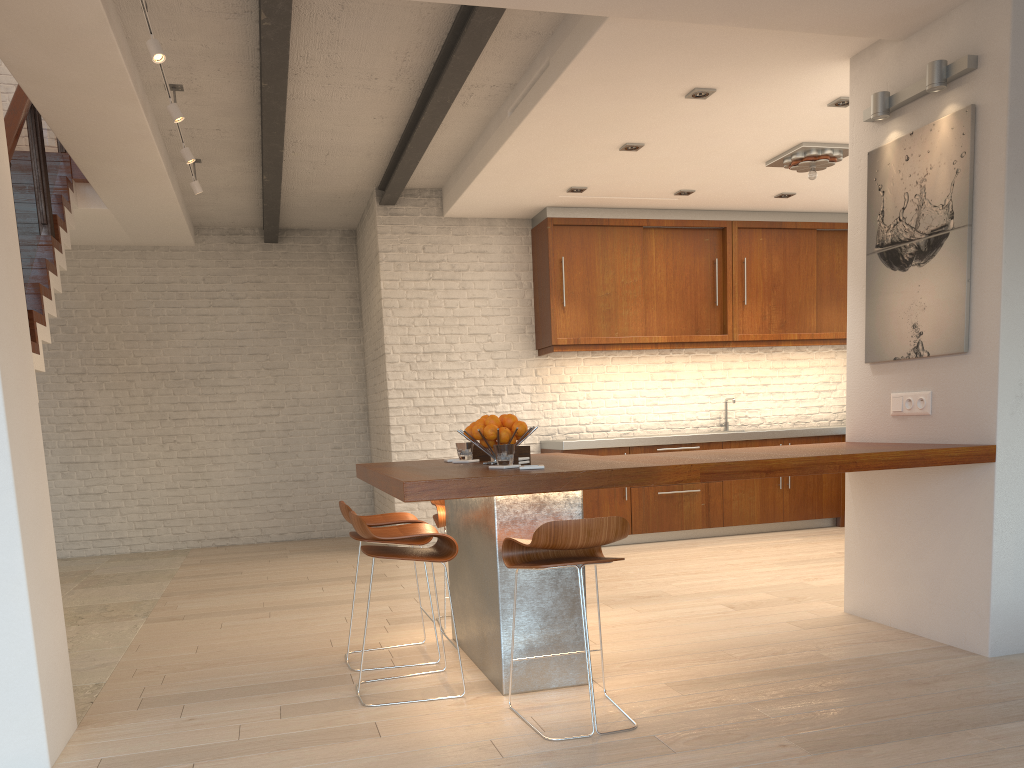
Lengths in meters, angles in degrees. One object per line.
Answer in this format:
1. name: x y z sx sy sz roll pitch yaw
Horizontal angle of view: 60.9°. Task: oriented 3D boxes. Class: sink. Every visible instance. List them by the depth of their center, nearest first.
1. sink: 2.295 0.330 7.975 0.856 0.435 0.512 -3 2 -15

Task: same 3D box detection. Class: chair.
1. chair: 0.221 0.858 3.206 0.403 0.786 0.416 -4 6 -15
2. chair: -0.460 0.907 3.646 0.421 0.787 0.398 -4 6 -15
3. chair: -0.605 0.934 4.160 0.421 0.787 0.398 -4 6 -15
4. chair: -0.237 0.945 4.833 0.403 0.786 0.416 -4 6 -15

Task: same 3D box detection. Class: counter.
1. counter: 0.621 0.805 4.195 2.489 0.933 1.673 -2 0 -15
2. counter: 2.329 0.397 6.518 3.324 0.071 3.498 -2 -2 -15

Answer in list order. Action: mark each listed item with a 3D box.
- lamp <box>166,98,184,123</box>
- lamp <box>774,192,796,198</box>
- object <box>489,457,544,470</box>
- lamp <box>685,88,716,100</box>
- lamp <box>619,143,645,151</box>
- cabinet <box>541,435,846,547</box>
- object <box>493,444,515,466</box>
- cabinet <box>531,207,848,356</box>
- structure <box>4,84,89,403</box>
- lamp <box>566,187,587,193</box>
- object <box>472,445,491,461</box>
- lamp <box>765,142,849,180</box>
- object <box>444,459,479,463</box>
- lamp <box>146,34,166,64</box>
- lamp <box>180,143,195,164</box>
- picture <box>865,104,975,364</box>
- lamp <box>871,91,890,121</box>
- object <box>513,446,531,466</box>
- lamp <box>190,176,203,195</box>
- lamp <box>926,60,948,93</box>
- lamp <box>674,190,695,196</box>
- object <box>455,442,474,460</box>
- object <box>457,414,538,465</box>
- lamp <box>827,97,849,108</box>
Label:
1. lamp: -1.769 -1.432 4.579 0.086 0.131 0.060 -4 6 -13
2. lamp: 2.205 -1.542 7.040 0.123 0.056 0.123 -2 -1 -15
3. object: 0.005 0.324 3.552 0.198 0.035 0.392 -2 -2 -12
4. lamp: 1.016 -1.584 4.699 0.123 0.056 0.123 -2 -1 -15
5. lamp: 0.767 -1.537 5.587 0.123 0.056 0.123 -2 -1 -15
6. cabinet: 2.583 -0.134 6.800 4.780 2.870 2.239 -2 3 39
7. object: -0.030 0.288 3.542 0.091 0.086 0.090 -3 3 0
8. cabinet: 1.855 -0.898 7.784 3.333 1.187 0.453 -2 6 -15
9. structure: -1.726 -0.747 3.468 13.816 4.197 10.081 -2 -1 -15
10. lamp: 0.489 -1.484 6.577 0.123 0.056 0.123 -2 -1 -15
11. object: -0.166 0.340 4.330 0.094 0.083 0.113 -3 1 -16
12. lamp: 2.050 -1.481 5.948 0.449 0.172 0.447 -2 -1 -15
13. object: -0.208 0.363 4.280 0.205 0.035 0.285 -2 -2 -15
14. lamp: -1.566 -1.472 3.831 0.087 0.131 0.058 1 7 34
15. lamp: -1.969 -1.394 5.290 0.086 0.131 0.060 -4 6 -13
16. picture: 1.842 -0.629 3.986 0.020 1.030 0.646 -5 6 -16
17. lamp: 1.711 -1.290 4.046 0.080 0.106 0.078 -2 4 13
18. object: 0.010 0.305 3.683 0.094 0.083 0.113 -1 2 30
19. lamp: -2.165 -1.357 5.979 0.059 0.131 0.085 4 8 44
20. lamp: 1.806 -1.308 3.707 0.080 0.106 0.078 -2 4 13
21. lamp: 1.347 -1.513 6.808 0.123 0.056 0.123 -2 -1 -15
22. object: -0.224 0.324 4.193 0.091 0.086 0.090 -3 3 -18
23. object: -0.061 0.249 3.937 0.366 0.225 0.359 -2 1 40
24. lamp: 1.875 -1.613 4.931 0.123 0.056 0.123 -2 -1 -15
